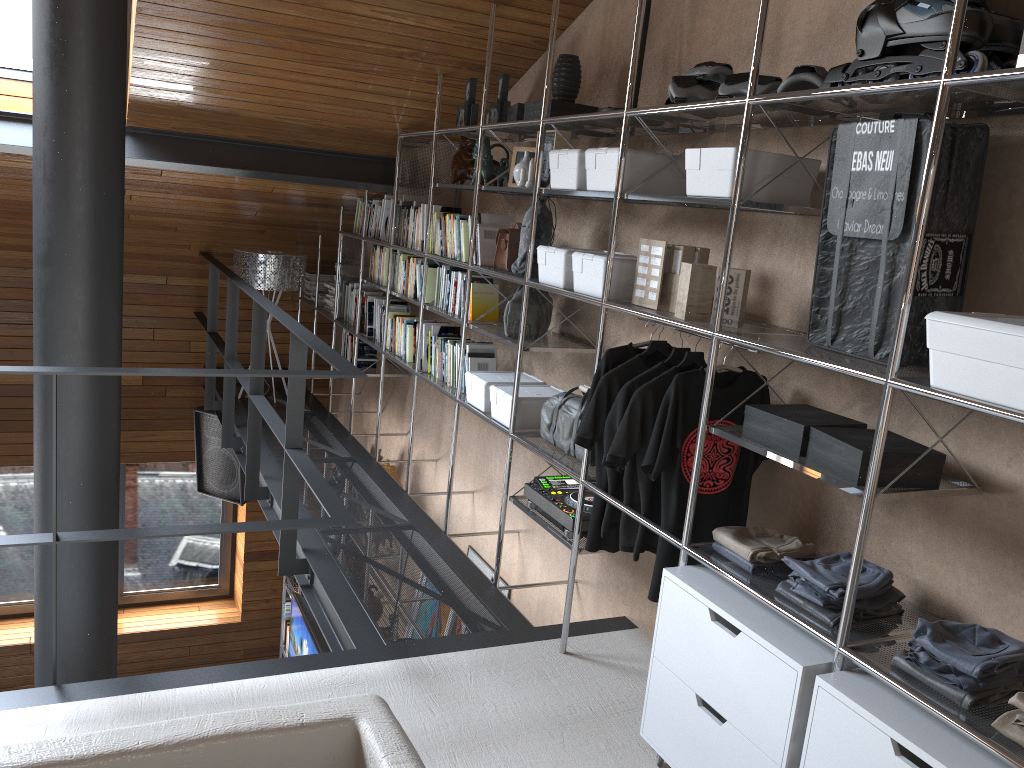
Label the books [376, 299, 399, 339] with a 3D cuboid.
[{"bbox_3d":[-0.736,-0.382,5.275,0.148,0.232,0.053,1,12,-25],"label":"books"}]

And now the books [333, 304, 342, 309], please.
[{"bbox_3d":[-1.078,-0.521,6.018,0.252,0.016,0.182,1,12,-21],"label":"books"}]

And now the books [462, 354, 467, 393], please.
[{"bbox_3d":[-0.156,-0.047,4.025,0.146,0.171,0.054,1,12,-25],"label":"books"}]

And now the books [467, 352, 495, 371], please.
[{"bbox_3d":[-0.140,-0.045,3.983,0.129,0.186,0.050,1,12,-25],"label":"books"}]

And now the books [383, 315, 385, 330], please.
[{"bbox_3d":[-0.680,-0.304,5.059,0.111,0.174,0.041,1,12,-25],"label":"books"}]

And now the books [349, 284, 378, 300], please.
[{"bbox_3d":[-0.980,-0.531,5.850,0.192,0.251,0.012,1,12,-25],"label":"books"}]

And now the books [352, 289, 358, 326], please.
[{"bbox_3d":[-0.944,-0.487,5.692,0.148,0.234,0.013,1,12,-25],"label":"books"}]

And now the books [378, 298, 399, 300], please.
[{"bbox_3d":[-0.754,-0.400,5.352,0.143,0.236,0.062,0,12,-26],"label":"books"}]

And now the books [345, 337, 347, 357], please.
[{"bbox_3d":[-1.035,-0.239,5.820,0.112,0.177,0.009,1,12,-25],"label":"books"}]

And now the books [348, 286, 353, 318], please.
[{"bbox_3d":[-0.997,-0.521,5.831,0.148,0.234,0.013,1,12,-25],"label":"books"}]

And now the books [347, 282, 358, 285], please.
[{"bbox_3d":[-1.004,-0.547,5.908,0.207,0.255,0.010,1,12,-25],"label":"books"}]

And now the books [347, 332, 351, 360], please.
[{"bbox_3d":[-1.010,-0.236,5.761,0.111,0.198,0.008,1,12,-25],"label":"books"}]

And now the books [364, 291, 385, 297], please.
[{"bbox_3d":[-0.860,-0.446,5.491,0.131,0.247,0.018,1,12,-25],"label":"books"}]

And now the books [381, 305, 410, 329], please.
[{"bbox_3d":[-0.675,-0.348,5.149,0.177,0.217,0.046,1,12,-25],"label":"books"}]

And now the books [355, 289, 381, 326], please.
[{"bbox_3d":[-0.920,-0.483,5.664,0.146,0.240,0.023,1,12,-25],"label":"books"}]

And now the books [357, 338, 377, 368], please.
[{"bbox_3d":[-0.924,-0.195,5.616,0.138,0.191,0.049,1,12,-25],"label":"books"}]

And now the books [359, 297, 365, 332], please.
[{"bbox_3d":[-0.873,-0.427,5.470,0.137,0.215,0.014,1,12,-25],"label":"books"}]

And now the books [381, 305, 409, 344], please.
[{"bbox_3d":[-0.674,-0.339,5.116,0.161,0.222,0.055,1,12,-25],"label":"books"}]

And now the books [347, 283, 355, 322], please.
[{"bbox_3d":[-0.989,-0.536,5.858,0.191,0.255,0.012,1,12,-25],"label":"books"}]

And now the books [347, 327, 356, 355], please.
[{"bbox_3d":[-1.008,-0.254,5.773,0.122,0.230,0.017,1,12,-25],"label":"books"}]

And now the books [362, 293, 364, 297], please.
[{"bbox_3d":[-0.885,-0.449,5.536,0.129,0.231,0.010,1,12,-25],"label":"books"}]

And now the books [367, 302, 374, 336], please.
[{"bbox_3d":[-0.799,-0.389,5.352,0.148,0.206,0.053,1,12,-25],"label":"books"}]

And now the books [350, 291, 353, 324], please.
[{"bbox_3d":[-0.976,-0.494,5.771,0.146,0.210,0.018,1,12,-25],"label":"books"}]

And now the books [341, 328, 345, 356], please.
[{"bbox_3d":[-1.066,-0.269,5.893,0.127,0.201,0.011,1,12,-25],"label":"books"}]

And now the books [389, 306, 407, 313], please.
[{"bbox_3d":[-0.662,-0.327,5.042,0.122,0.229,0.057,1,12,-25],"label":"books"}]

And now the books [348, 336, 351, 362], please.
[{"bbox_3d":[-1.005,-0.224,5.757,0.112,0.177,0.009,1,12,-25],"label":"books"}]

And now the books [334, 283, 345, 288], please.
[{"bbox_3d":[-1.074,-0.657,5.998,0.254,0.012,0.158,3,12,-14],"label":"books"}]

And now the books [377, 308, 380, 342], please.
[{"bbox_3d":[-0.719,-0.341,5.160,0.127,0.200,0.046,1,12,-25],"label":"books"}]

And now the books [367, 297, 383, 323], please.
[{"bbox_3d":[-0.803,-0.407,5.365,0.148,0.232,0.053,1,12,-25],"label":"books"}]

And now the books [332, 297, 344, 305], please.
[{"bbox_3d":[-1.078,-0.557,6.008,0.258,0.028,0.180,2,12,-20],"label":"books"}]

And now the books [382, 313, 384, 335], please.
[{"bbox_3d":[-0.686,-0.316,5.096,0.117,0.182,0.044,1,12,-25],"label":"books"}]

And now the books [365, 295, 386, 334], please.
[{"bbox_3d":[-0.827,-0.420,5.418,0.143,0.235,0.055,0,12,-26],"label":"books"}]

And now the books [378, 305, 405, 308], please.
[{"bbox_3d":[-0.700,-0.354,5.189,0.171,0.218,0.047,0,12,-26],"label":"books"}]

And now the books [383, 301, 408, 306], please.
[{"bbox_3d":[-0.694,-0.374,5.257,0.148,0.232,0.053,1,12,-25],"label":"books"}]

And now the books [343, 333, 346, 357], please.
[{"bbox_3d":[-1.055,-0.250,5.876,0.119,0.171,0.014,1,12,-25],"label":"books"}]

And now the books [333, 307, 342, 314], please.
[{"bbox_3d":[-1.083,-0.491,6.024,0.239,0.021,0.174,2,12,-20],"label":"books"}]

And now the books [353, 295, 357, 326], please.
[{"bbox_3d":[-0.941,-0.467,5.681,0.143,0.199,0.019,1,12,-25],"label":"books"}]

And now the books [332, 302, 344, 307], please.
[{"bbox_3d":[-1.074,-0.537,6.016,0.258,0.016,0.181,1,12,-24],"label":"books"}]

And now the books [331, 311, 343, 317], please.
[{"bbox_3d":[-1.084,-0.472,6.023,0.247,0.016,0.182,1,12,-25],"label":"books"}]

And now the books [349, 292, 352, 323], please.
[{"bbox_3d":[-0.993,-0.495,5.778,0.130,0.208,0.010,1,12,-25],"label":"books"}]

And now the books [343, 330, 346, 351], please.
[{"bbox_3d":[-1.055,-0.267,5.886,0.127,0.201,0.011,1,12,-25],"label":"books"}]

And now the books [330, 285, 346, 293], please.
[{"bbox_3d":[-1.070,-0.635,5.993,0.288,0.025,0.175,2,12,-20],"label":"books"}]

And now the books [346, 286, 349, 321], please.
[{"bbox_3d":[-1.008,-0.528,5.866,0.169,0.232,0.018,1,12,-25],"label":"books"}]

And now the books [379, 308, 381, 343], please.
[{"bbox_3d":[-0.708,-0.339,5.153,0.127,0.200,0.046,1,12,-25],"label":"books"}]

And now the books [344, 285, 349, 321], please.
[{"bbox_3d":[-1.035,-0.535,5.884,0.148,0.234,0.013,1,12,-25],"label":"books"}]

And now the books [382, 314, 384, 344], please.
[{"bbox_3d":[-0.687,-0.311,5.085,0.112,0.176,0.039,1,12,-25],"label":"books"}]

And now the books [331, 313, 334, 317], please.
[{"bbox_3d":[-1.096,-0.460,6.038,0.252,0.016,0.182,2,12,-20],"label":"books"}]

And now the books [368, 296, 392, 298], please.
[{"bbox_3d":[-0.809,-0.416,5.411,0.148,0.232,0.053,1,12,-25],"label":"books"}]

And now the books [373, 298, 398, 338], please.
[{"bbox_3d":[-0.757,-0.393,5.318,0.148,0.232,0.053,1,12,-25],"label":"books"}]

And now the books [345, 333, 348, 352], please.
[{"bbox_3d":[-1.034,-0.245,5.831,0.117,0.183,0.012,1,12,-25],"label":"books"}]

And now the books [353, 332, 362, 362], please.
[{"bbox_3d":[-0.952,-0.220,5.678,0.133,0.218,0.051,0,12,-26],"label":"books"}]

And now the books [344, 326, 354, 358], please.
[{"bbox_3d":[-1.020,-0.267,5.848,0.161,0.223,0.017,1,12,-25],"label":"books"}]

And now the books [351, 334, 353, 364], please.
[{"bbox_3d":[-0.963,-0.233,5.725,0.155,0.215,0.055,1,12,-25],"label":"books"}]

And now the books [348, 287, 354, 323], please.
[{"bbox_3d":[-0.986,-0.513,5.805,0.160,0.231,0.021,1,12,-25],"label":"books"}]

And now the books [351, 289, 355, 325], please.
[{"bbox_3d":[-0.953,-0.490,5.701,0.148,0.234,0.013,1,12,-25],"label":"books"}]

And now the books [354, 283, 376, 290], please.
[{"bbox_3d":[-0.957,-0.517,5.742,0.143,0.268,0.020,1,12,-25],"label":"books"}]
